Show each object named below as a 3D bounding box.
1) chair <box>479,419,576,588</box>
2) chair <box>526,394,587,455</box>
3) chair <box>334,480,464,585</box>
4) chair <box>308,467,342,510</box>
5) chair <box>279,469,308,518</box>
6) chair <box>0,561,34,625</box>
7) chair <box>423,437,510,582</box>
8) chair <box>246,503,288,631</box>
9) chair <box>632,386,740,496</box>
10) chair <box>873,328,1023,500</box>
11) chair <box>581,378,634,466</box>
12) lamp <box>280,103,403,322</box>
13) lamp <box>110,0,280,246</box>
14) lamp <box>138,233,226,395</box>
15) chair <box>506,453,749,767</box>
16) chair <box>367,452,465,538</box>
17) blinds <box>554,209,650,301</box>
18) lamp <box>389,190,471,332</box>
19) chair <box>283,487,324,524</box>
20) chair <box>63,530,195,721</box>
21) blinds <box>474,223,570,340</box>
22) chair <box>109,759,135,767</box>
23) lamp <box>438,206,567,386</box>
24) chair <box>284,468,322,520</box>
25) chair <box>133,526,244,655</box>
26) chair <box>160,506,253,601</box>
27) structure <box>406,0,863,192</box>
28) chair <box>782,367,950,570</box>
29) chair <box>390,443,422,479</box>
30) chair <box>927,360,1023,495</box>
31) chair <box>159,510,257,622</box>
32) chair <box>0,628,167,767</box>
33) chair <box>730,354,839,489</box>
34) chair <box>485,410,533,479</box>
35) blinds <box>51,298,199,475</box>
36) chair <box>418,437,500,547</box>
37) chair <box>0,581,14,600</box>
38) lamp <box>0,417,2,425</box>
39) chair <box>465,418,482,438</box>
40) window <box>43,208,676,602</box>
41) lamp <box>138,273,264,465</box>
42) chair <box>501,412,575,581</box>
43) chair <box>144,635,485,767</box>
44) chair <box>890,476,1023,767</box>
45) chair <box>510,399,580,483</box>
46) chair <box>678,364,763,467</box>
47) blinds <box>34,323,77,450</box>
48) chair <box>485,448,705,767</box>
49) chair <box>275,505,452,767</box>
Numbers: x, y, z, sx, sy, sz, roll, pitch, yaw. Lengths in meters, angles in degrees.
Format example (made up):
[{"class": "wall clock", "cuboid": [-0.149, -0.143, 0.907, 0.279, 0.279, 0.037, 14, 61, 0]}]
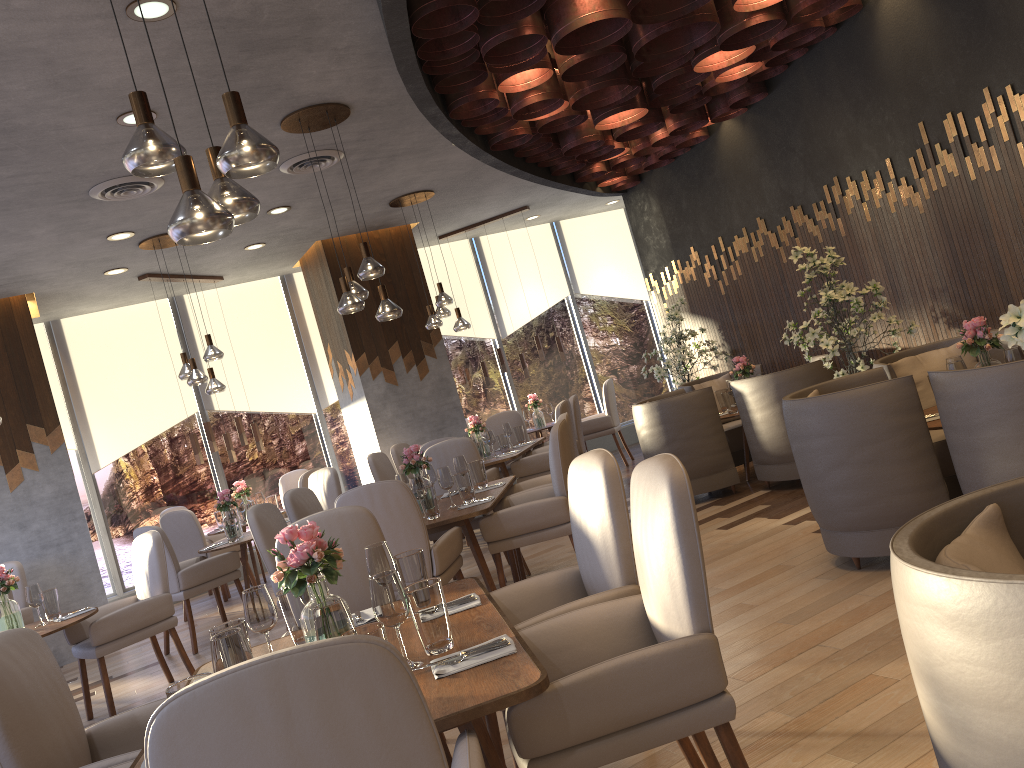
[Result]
[{"class": "chair", "cuboid": [0.153, 0.758, 5.059, 0.599, 1.001, 0.528, -16, -1, 9]}, {"class": "chair", "cuboid": [0.460, 0.657, 8.354, 0.599, 1.001, 0.528, -16, -1, 9]}, {"class": "chair", "cuboid": [-0.533, 0.956, 4.595, 0.527, 1.001, 0.600, -16, -1, 9]}, {"class": "chair", "cuboid": [-1.725, 1.284, 7.712, 0.526, 1.001, 0.602, -17, -1, 40]}, {"class": "chair", "cuboid": [-2.332, 1.451, 9.396, 0.526, 1.001, 0.601, -16, -1, 21]}, {"class": "chair", "cuboid": [-4.096, 1.965, 6.970, 0.527, 1.001, 0.601, -16, -1, 17]}, {"class": "chair", "cuboid": [-0.366, 0.902, 6.256, 0.528, 1.001, 0.600, -16, -1, 4]}, {"class": "chair", "cuboid": [-1.122, 1.122, 5.221, 0.599, 1.001, 0.528, -16, -1, 4]}, {"class": "chair", "cuboid": [1.329, 0.497, 7.005, 0.596, 0.838, 0.773, -16, -1, -7]}, {"class": "chair", "cuboid": [2.403, 0.199, 4.818, 0.774, 0.838, 0.595, -16, -1, 3]}, {"class": "chair", "cuboid": [1.004, 0.493, 10.286, 0.598, 1.001, 0.529, -16, -1, 16]}, {"class": "lamp", "cuboid": [-1.039, -1.018, 5.492, 0.440, 1.327, 0.438, -15, -1, -22]}, {"class": "lamp", "cuboid": [-0.973, -1.024, 2.463, 0.438, 1.327, 0.440, -16, -1, 12]}, {"class": "lamp", "cuboid": [-2.684, -0.555, 7.330, 0.440, 1.327, 0.438, -15, -1, -19]}, {"class": "chair", "cuboid": [0.261, 0.739, 2.226, 0.600, 1.001, 0.527, -16, -1, -7]}, {"class": "chair", "cuboid": [-0.893, 1.045, 8.121, 0.598, 1.001, 0.529, -16, -1, 11]}, {"class": "blinds", "cuboid": [1.088, -2.316, 12.335, 1.177, 2.683, 0.007, -15, -2, -27]}, {"class": "lamp", "cuboid": [-0.762, -1.109, 8.324, 0.441, 1.327, 0.437, -15, -2, -42]}, {"class": "chair", "cuboid": [-1.050, 1.099, 5.782, 0.599, 1.001, 0.528, -16, -1, 9]}, {"class": "chair", "cuboid": [-2.392, 1.484, 5.506, 0.602, 1.001, 0.525, -15, -2, -45]}, {"class": "blinds", "cuboid": [0.014, -2.006, 11.769, 1.177, 2.683, 0.007, -15, -2, -27]}, {"class": "chair", "cuboid": [-1.006, 1.102, 1.995, 0.601, 1.001, 0.527, -16, -1, -13]}, {"class": "lamp", "cuboid": [-0.078, -1.000, 10.517, 1.158, 1.933, 0.118, -16, -2, 18]}, {"class": "chair", "cuboid": [-2.026, 1.367, 8.591, 0.598, 1.001, 0.529, -16, -1, 20]}, {"class": "chair", "cuboid": [-2.463, 1.499, 6.835, 0.526, 1.001, 0.602, -17, -1, 40]}, {"class": "chair", "cuboid": [-3.111, 1.676, 8.979, 0.598, 1.001, 0.529, -16, -1, 16]}, {"class": "structure", "cuboid": [0.826, -2.100, 4.342, 2.753, 0.557, 9.453, -16, 0, 3]}, {"class": "chair", "cuboid": [1.693, 0.404, 4.265, 0.594, 0.838, 0.775, -16, -1, 13]}, {"class": "chair", "cuboid": [-0.755, 1.003, 8.669, 0.598, 1.001, 0.529, -16, -1, 17]}, {"class": "chair", "cuboid": [2.205, 0.261, 3.505, 0.773, 0.838, 0.596, -16, -1, 8]}, {"class": "chair", "cuboid": [-2.810, 1.593, 8.201, 0.526, 1.001, 0.601, -16, -1, 23]}, {"class": "chair", "cuboid": [-1.095, 1.125, 2.552, 0.600, 1.001, 0.527, -16, -1, -8]}, {"class": "chair", "cuboid": [2.118, 0.274, 6.406, 0.775, 0.838, 0.594, -16, -1, -12]}, {"class": "chair", "cuboid": [-0.027, 0.793, 9.038, 0.527, 1.001, 0.600, -16, -1, 11]}, {"class": "blinds", "cuboid": [-4.214, -0.494, 9.491, 1.177, 2.683, 0.007, -15, -2, -27]}, {"class": "chair", "cuboid": [-0.395, 0.905, 7.426, 0.527, 1.001, 0.601, -16, -1, 17]}, {"class": "chair", "cuboid": [-3.760, 1.873, 6.180, 0.598, 1.001, 0.529, -16, -1, 20]}, {"class": "lamp", "cuboid": [-3.372, -0.349, 5.161, 0.441, 1.327, 0.437, -15, -2, -24]}, {"class": "chair", "cuboid": [-0.175, 0.829, 10.662, 0.598, 1.001, 0.529, -16, -1, 16]}, {"class": "window", "cuboid": [-3.042, 0.262, 6.841, 8.038, 3.201, 16.157, -16, 0, 18]}, {"class": "lamp", "cuboid": [-3.036, -0.147, 8.865, 0.118, 1.933, 1.163, -16, -1, 18]}, {"class": "chair", "cuboid": [0.204, 0.741, 5.627, 0.599, 1.001, 0.528, -16, -1, 2]}, {"class": "chair", "cuboid": [-0.267, 0.893, 1.576, 0.529, 1.001, 0.598, -16, -1, -8]}, {"class": "chair", "cuboid": [1.007, 0.612, 1.411, 0.593, 0.838, 0.776, -16, -1, 23]}, {"class": "chair", "cuboid": [0.341, 0.693, 7.798, 0.598, 1.001, 0.529, -16, -1, 17]}, {"class": "chair", "cuboid": [1.860, 0.342, 7.758, 0.776, 0.838, 0.593, -16, -1, -17]}, {"class": "blinds", "cuboid": [-5.367, -0.457, 8.933, 1.177, 2.683, 0.007, -15, -2, -27]}, {"class": "chair", "cuboid": [0.152, 0.768, 2.783, 0.601, 1.001, 0.527, -16, -1, -15]}, {"class": "chair", "cuboid": [-0.563, 0.971, 3.216, 0.529, 1.001, 0.598, -16, -1, -13]}]
